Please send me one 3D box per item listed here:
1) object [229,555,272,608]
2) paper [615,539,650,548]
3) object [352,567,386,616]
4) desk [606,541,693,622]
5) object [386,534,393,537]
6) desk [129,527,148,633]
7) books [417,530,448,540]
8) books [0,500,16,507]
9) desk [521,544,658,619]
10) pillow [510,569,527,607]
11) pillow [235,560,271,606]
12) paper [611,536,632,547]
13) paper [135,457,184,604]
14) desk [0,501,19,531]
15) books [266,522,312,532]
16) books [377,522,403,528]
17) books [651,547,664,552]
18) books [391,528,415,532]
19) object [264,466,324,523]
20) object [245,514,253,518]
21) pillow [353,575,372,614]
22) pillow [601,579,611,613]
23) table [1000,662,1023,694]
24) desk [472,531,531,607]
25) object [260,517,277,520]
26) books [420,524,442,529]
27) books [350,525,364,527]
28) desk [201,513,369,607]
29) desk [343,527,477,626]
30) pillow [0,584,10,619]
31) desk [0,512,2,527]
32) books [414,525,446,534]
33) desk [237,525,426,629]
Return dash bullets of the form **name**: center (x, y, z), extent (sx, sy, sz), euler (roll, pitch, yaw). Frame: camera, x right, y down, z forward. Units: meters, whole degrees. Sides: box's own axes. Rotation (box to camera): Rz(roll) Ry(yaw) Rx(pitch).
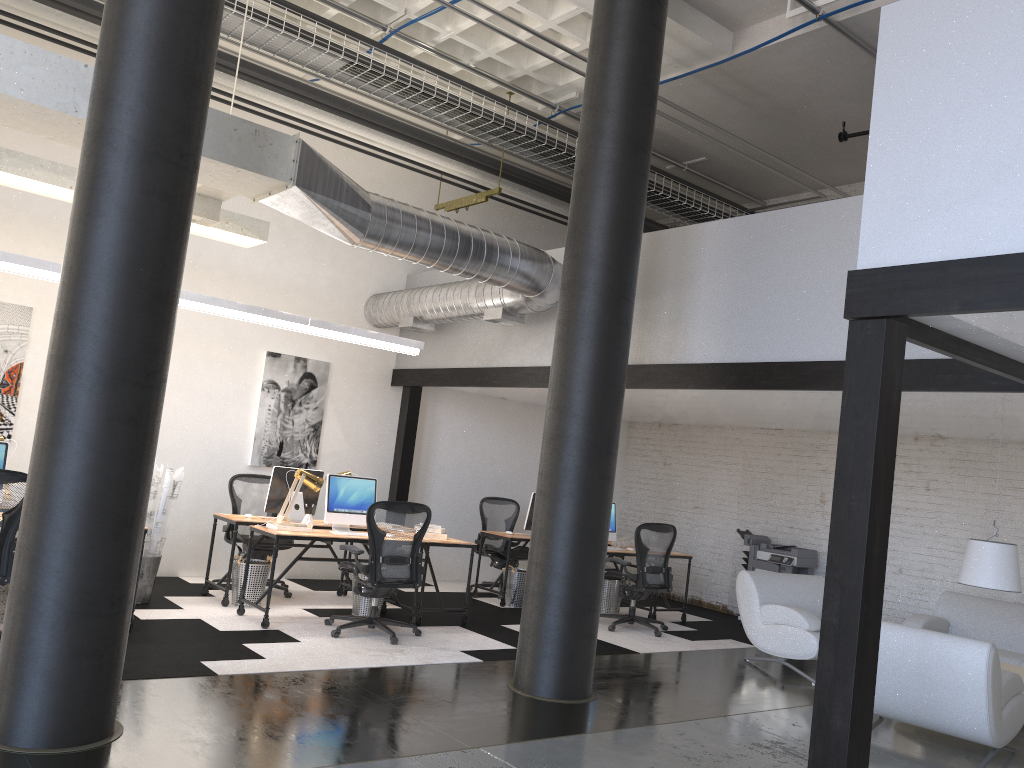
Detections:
- **object**: center (-2.254, 1.686, 7.621), extent (0.359, 0.434, 0.353), euler (11, -6, -42)
- **paper**: center (1.343, 1.784, 9.924), extent (0.083, 0.082, 1.136), euler (5, -6, 26)
- **object**: center (-1.266, 1.827, 7.837), extent (0.359, 0.434, 0.353), euler (11, -6, -42)
- **desk**: center (1.317, 2.206, 10.111), extent (0.530, 0.723, 1.400), euler (11, -6, -38)
- **object**: center (-1.054, 1.306, 7.650), extent (0.059, 0.029, 0.106), euler (11, -7, -37)
- **desk**: center (-3.207, 1.320, 6.521), extent (0.530, 0.723, 1.400), euler (11, -6, -38)
- **books**: center (-0.741, 1.380, 8.134), extent (0.271, 0.050, 0.200), euler (8, -5, -11)
- **books**: center (-3.782, 0.858, 6.461), extent (0.309, 0.038, 0.225), euler (11, -7, -38)
- **desk**: center (0.830, 2.059, 9.173), extent (1.403, 0.723, 0.529), euler (11, -6, -38)
- **pillow**: center (0.101, 2.145, 9.321), extent (0.239, 0.406, 0.119), euler (11, -6, -37)
- **pillow**: center (-2.210, 1.699, 7.555), extent (0.239, 0.406, 0.119), euler (11, -6, -37)
- **paper**: center (1.239, 1.783, 10.055), extent (0.083, 0.082, 1.136), euler (6, -5, 16)
- **paper**: center (-3.015, 1.168, 7.205), extent (0.412, 1.196, 0.441), euler (4, -5, 30)
- **desk**: center (-4.216, 1.171, 6.249), extent (1.403, 0.723, 0.529), euler (11, -6, -38)
- **books**: center (-1.823, 1.171, 7.254), extent (0.309, 0.038, 0.225), euler (11, -7, -38)
- **books**: center (-1.225, 1.389, 8.714), extent (0.235, 0.024, 0.200), euler (4, -6, 25)
- **books**: center (1.592, 1.842, 9.890), extent (0.235, 0.024, 0.200), euler (7, -5, -5)
- **books**: center (-1.043, 1.386, 8.418), extent (0.205, 0.019, 0.244), euler (4, -6, 29)
- **object**: center (-1.935, 0.994, 7.913), extent (0.484, 0.485, 0.189), euler (11, -6, -38)
- **object**: center (-2.339, 1.172, 7.888), extent (0.059, 0.029, 0.106), euler (11, -7, -37)
- **pillow**: center (-1.313, 1.840, 7.901), extent (0.239, 0.406, 0.119), euler (11, -6, -37)
- **pillow**: center (0.999, 2.287, 9.667), extent (0.239, 0.406, 0.119), euler (11, -6, -37)
- **table**: center (3.495, 2.324, 6.639), extent (1.118, 0.394, 1.120), euler (4, -6, 33)
- **desk**: center (0.308, 2.058, 9.840), extent (1.403, 0.723, 0.529), euler (11, -6, -38)
- **object**: center (-2.081, 1.228, 8.085), extent (0.439, 0.017, 0.118), euler (11, -7, -38)
- **books**: center (-0.748, 1.301, 8.145), extent (0.185, 0.030, 0.153), euler (8, -5, -10)
- **books**: center (-1.569, 1.298, 8.285), extent (0.309, 0.038, 0.225), euler (11, -7, -38)
- **desk**: center (-2.003, 1.611, 8.074), extent (1.403, 0.723, 0.529), euler (11, -6, -38)
- **desk**: center (-0.994, 1.760, 8.345), extent (0.530, 0.723, 1.400), euler (11, -6, -38)
- **pillow**: center (-3.526, 1.400, 6.076), extent (0.239, 0.406, 0.119), euler (11, -6, -37)
- **desk**: center (-3.694, 1.173, 5.582), extent (1.403, 0.723, 0.529), euler (11, -6, -38)
- **books**: center (-0.753, 1.334, 8.158), extent (0.257, 0.044, 0.193), euler (6, -5, 9)
- **desk**: center (-1.481, 1.613, 7.407), extent (1.403, 0.723, 0.529), euler (11, -6, -38)
